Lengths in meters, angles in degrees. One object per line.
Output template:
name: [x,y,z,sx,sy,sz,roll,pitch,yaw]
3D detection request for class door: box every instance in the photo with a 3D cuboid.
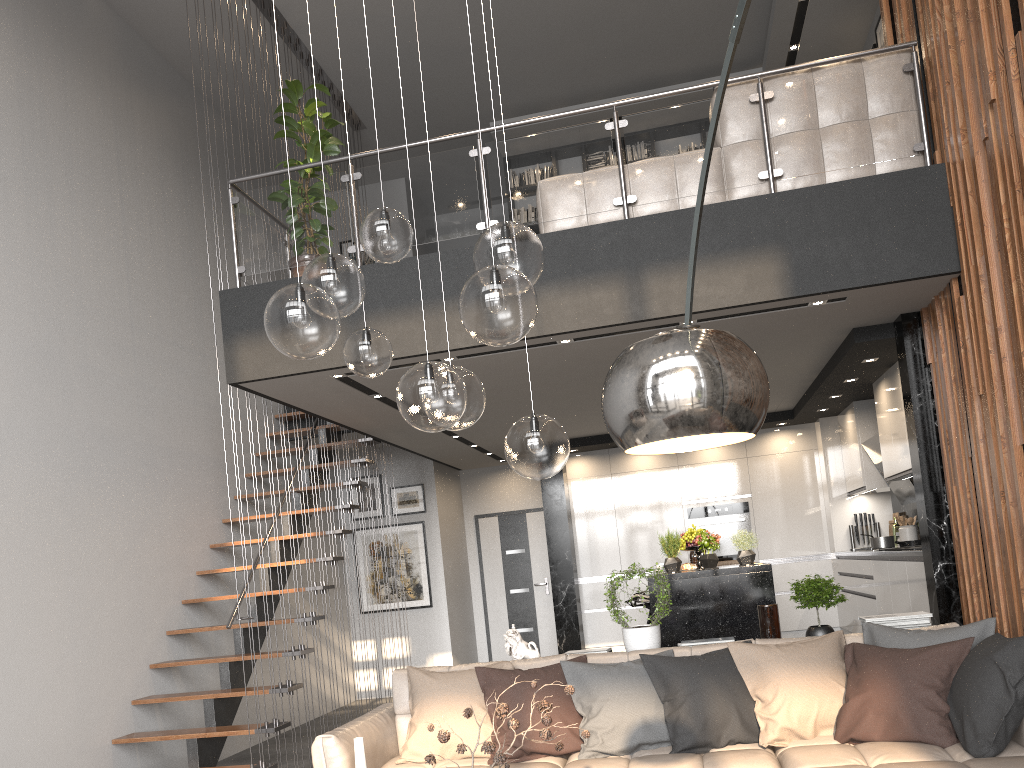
door: [0.105,2.628,11.013,0.978,2.057,0.170,-7,-3,11]

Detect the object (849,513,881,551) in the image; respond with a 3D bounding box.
object: [3.587,1.495,8.897,0.323,0.368,0.067,-7,-3,11]

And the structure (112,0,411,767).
structure: [-2.056,0.128,7.399,1.183,5.972,3.636,-7,-6,10]

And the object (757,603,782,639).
object: [1.414,1.340,4.795,0.109,0.264,0.110,-7,-5,16]

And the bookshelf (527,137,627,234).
bookshelf: [1.774,-1.432,9.244,3.533,2.486,0.250,-8,-3,11]

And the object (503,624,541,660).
object: [0.066,1.525,5.048,0.209,0.286,0.136,-9,-6,30]

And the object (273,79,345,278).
object: [-1.349,-1.312,5.858,0.782,1.451,0.529,-9,-5,31]

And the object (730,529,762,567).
object: [1.757,1.225,6.578,0.223,0.280,0.212,-9,-7,23]

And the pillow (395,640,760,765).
pillow: [0.362,1.588,4.322,1.947,0.493,0.550,-8,-8,10]

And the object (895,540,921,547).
object: [3.383,1.364,7.502,0.350,0.059,0.237,-4,-12,-11]

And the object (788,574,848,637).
object: [1.663,1.234,4.755,0.271,0.403,0.315,-3,-7,-29]

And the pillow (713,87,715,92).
pillow: [1.847,-1.545,5.782,0.773,0.539,1.388,-14,-13,40]

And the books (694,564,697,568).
books: [1.516,1.668,7.955,0.323,0.038,0.175,-8,-12,10]

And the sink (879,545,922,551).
sink: [3.174,1.140,6.688,0.499,0.538,1.130,-7,-10,10]

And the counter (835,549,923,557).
counter: [3.283,1.375,7.248,0.612,0.039,3.513,-8,-12,10]

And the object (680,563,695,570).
object: [1.455,1.515,7.270,0.131,0.059,0.071,-8,-9,11]

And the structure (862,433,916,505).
structure: [3.373,0.546,7.698,0.415,1.017,0.746,-7,-6,10]

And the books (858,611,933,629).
books: [2.033,1.299,4.634,0.334,0.148,0.202,-8,-9,11]

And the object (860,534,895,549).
object: [3.320,1.417,7.914,0.200,0.151,0.355,-6,-11,1]

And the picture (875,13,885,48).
picture: [3.071,-2.823,7.036,0.025,0.645,1.006,-6,-9,10]

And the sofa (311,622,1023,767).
sofa: [0.655,1.621,3.769,3.255,0.807,1.906,-8,-11,11]

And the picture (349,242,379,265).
picture: [-1.760,-1.476,10.273,0.506,0.406,0.025,-8,-3,11]

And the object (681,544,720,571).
object: [1.492,1.386,6.980,0.366,0.185,0.375,-1,-11,-25]

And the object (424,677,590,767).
object: [0.007,1.250,2.863,0.540,0.595,0.323,-3,-6,-19]

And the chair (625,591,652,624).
chair: [1.271,2.188,7.623,0.436,0.724,1.755,-7,-11,10]

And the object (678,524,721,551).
object: [1.485,1.224,6.996,0.348,0.212,0.324,-7,-9,8]

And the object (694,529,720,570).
object: [1.477,1.246,6.607,0.180,0.308,0.173,-8,-6,21]

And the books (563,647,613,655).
books: [0.437,1.572,4.996,0.349,0.098,0.197,-8,-10,10]

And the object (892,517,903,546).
object: [3.683,1.406,8.337,0.090,0.279,0.082,-7,-4,11]

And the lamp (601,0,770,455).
lamp: [0.558,0.243,0.842,0.319,2.302,2.073,-5,-7,-13]

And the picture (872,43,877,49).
picture: [3.293,-2.394,8.022,0.025,0.979,0.883,-6,-7,10]

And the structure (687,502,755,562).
structure: [2.323,1.683,9.792,0.657,0.624,0.660,-7,-8,10]

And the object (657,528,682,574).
object: [1.224,1.259,6.678,0.185,0.364,0.200,-3,-6,-35]

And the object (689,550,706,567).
object: [1.789,1.609,8.380,0.150,0.280,0.203,-5,-6,-7]

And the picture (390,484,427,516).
picture: [-1.196,1.335,10.073,0.411,0.330,0.025,-8,-3,11]

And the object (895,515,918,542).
object: [3.624,1.332,8.013,0.176,0.301,0.159,-7,-5,14]

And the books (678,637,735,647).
books: [1.074,1.474,4.870,0.326,0.098,0.208,-8,-11,11]

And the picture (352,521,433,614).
picture: [-1.379,2.116,10.081,0.874,0.982,0.025,-7,-3,11]

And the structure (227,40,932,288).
structure: [0.558,-0.931,6.865,4.236,0.729,3.430,-8,-12,10]

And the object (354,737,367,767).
object: [-0.446,1.448,3.099,0.319,0.393,0.321,-10,-8,29]

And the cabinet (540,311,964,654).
cabinet: [1.794,1.129,7.695,3.633,3.193,6.300,-7,-10,10]

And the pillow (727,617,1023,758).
pillow: [1.696,1.379,3.957,1.407,0.540,0.763,-15,-13,40]

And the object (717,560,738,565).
object: [2.065,1.692,8.310,0.291,0.030,0.407,-8,-12,10]

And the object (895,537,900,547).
object: [3.665,1.451,8.257,0.181,0.160,0.276,-7,-10,10]

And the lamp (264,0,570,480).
lamp: [-0.499,-2.117,3.067,1.234,4.935,1.241,-6,-4,7]

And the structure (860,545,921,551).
structure: [3.365,1.437,7.671,0.511,0.059,0.610,-8,-12,10]

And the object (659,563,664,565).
object: [1.328,1.602,7.641,0.084,0.070,0.078,-1,-9,-30]

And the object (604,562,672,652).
object: [0.716,1.289,4.934,0.384,0.569,0.219,-5,-4,-9]

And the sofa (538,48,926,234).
sofa: [1.444,-1.184,6.186,2.285,0.770,2.323,-8,-11,10]

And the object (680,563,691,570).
object: [1.431,1.507,7.221,0.075,0.058,0.061,-11,-9,31]

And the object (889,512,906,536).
object: [3.790,1.433,8.618,0.098,0.325,0.406,-7,-9,10]

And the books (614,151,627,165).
books: [1.767,-1.477,9.238,3.451,2.303,0.213,-8,-3,11]

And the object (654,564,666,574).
object: [1.218,1.493,7.068,0.154,0.069,0.159,-2,-11,-21]

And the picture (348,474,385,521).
picture: [-1.692,1.322,10.172,0.411,0.500,0.025,-7,-3,11]
